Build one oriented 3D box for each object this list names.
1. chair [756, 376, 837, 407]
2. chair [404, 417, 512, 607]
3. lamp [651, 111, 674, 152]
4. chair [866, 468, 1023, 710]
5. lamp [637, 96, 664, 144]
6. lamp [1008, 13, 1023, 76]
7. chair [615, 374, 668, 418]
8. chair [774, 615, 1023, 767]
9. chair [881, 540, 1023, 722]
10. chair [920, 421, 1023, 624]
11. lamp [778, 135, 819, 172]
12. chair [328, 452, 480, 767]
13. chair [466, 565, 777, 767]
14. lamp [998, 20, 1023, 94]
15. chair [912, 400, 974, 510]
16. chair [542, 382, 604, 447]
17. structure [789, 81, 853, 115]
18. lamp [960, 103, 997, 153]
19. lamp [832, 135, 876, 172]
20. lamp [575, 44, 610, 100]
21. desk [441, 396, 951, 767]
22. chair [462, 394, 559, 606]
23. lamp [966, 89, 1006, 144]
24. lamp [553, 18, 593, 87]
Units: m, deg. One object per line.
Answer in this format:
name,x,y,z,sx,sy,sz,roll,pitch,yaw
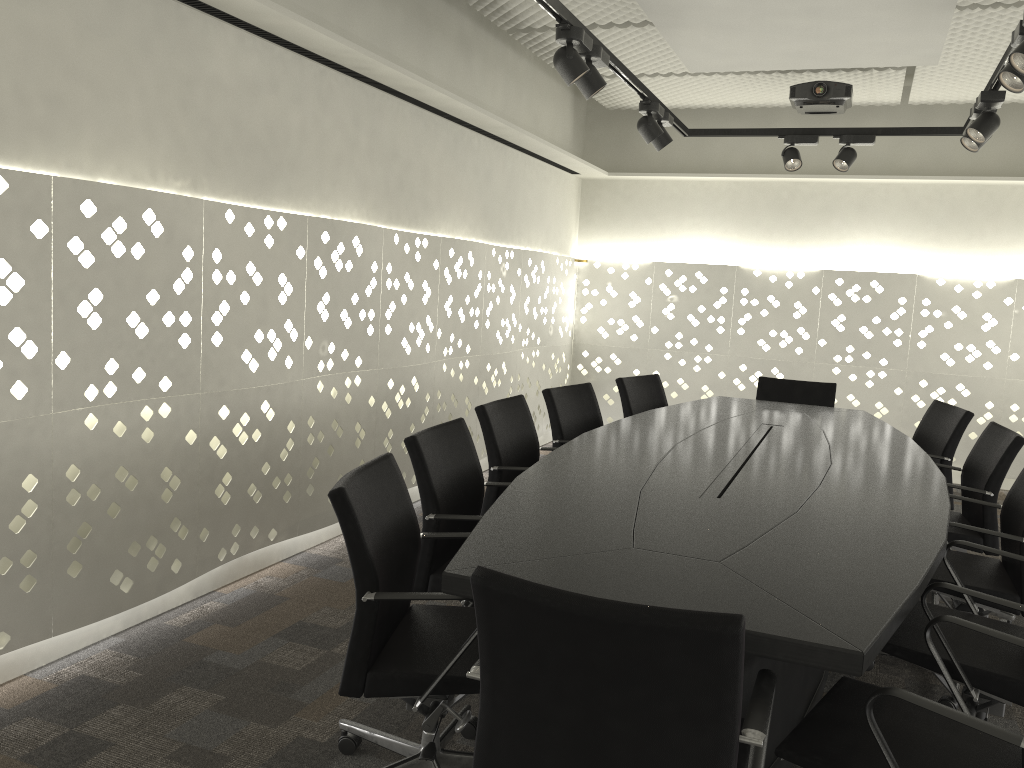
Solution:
chair,1.491,0.369,4.742,0.559,0.757,0.579,7,7,26
chair,-0.046,0.517,2.658,0.579,0.757,0.559,6,7,21
lamp,0.742,-1.257,4.379,0.126,0.224,0.213,6,7,24
chair,1.442,0.587,2.817,0.579,0.757,0.559,7,7,26
lamp,0.660,-1.238,4.172,0.126,0.224,0.213,6,7,24
lamp,1.497,-1.000,2.533,0.126,0.224,0.213,6,7,24
chair,0.805,0.354,4.519,0.579,0.757,0.559,9,9,41
chair,0.810,0.688,1.610,0.579,0.757,0.559,9,9,41
chair,1.161,0.641,2.205,0.579,0.757,0.559,8,8,36
chair,1.654,0.527,3.450,0.579,0.757,0.559,6,7,21
lamp,1.528,-1.253,4.756,0.213,0.224,0.126,6,7,24
chair,-0.152,0.580,2.055,0.579,0.757,0.559,5,7,11
chair,0.172,0.658,1.542,0.559,0.757,0.579,7,7,26
lamp,1.580,-1.019,2.739,0.126,0.224,0.213,6,7,24
chair,1.794,0.459,4.117,0.579,0.757,0.559,5,7,11
chair,0.411,0.402,3.898,0.579,0.757,0.559,8,8,36
structure,1.741,-1.608,4.991,0.327,0.144,0.371,6,7,21
lamp,2.014,-1.119,3.833,0.126,0.224,0.213,6,7,24
lamp,1.795,-1.227,4.662,0.214,0.224,0.118,5,7,10
lamp,0.298,-1.155,3.261,0.126,0.224,0.213,6,7,24
desk,0.809,0.567,3.107,1.223,0.658,3.364,6,7,21
chair,0.134,0.451,3.325,0.579,0.757,0.559,7,7,26
lamp,1.932,-1.100,3.626,0.126,0.224,0.213,6,7,24
lamp,0.215,-1.136,3.054,0.126,0.224,0.213,6,7,24
